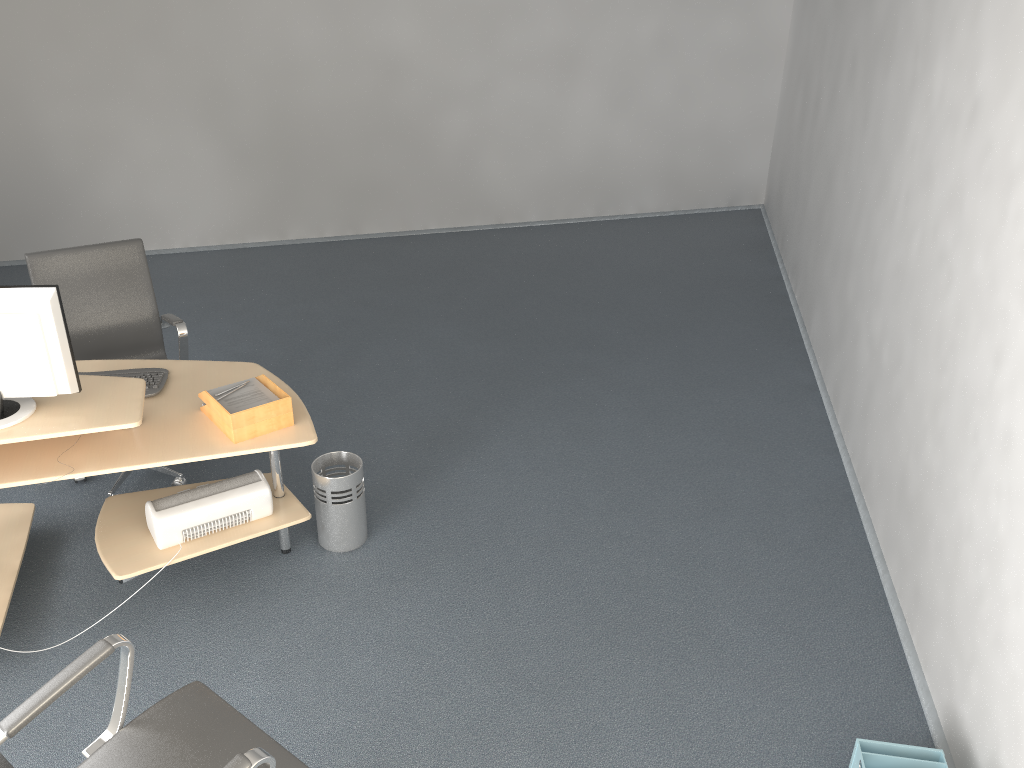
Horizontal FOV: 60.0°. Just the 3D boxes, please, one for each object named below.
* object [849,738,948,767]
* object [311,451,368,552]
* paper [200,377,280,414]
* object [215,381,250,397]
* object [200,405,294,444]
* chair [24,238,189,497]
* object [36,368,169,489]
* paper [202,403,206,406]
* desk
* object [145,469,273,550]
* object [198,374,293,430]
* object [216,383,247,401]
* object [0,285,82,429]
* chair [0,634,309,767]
[{"bbox_3d":[1.135,1.202,2.603,0.245,0.202,0.185,5,27,8],"label":"object"},{"bbox_3d":[-0.722,0.498,3.726,0.208,0.377,0.208,13,29,23],"label":"object"},{"bbox_3d":[-0.967,0.060,3.205,0.210,0.010,0.297,-19,33,-34],"label":"paper"},{"bbox_3d":[-1.030,0.015,3.273,0.008,0.009,0.159,19,32,31],"label":"object"},{"bbox_3d":[-0.967,0.095,3.222,0.225,0.060,0.309,-19,33,-34],"label":"object"},{"bbox_3d":[-1.762,-0.032,3.973,0.584,1.048,0.652,-15,31,-28],"label":"chair"},{"bbox_3d":[-1.537,0.145,3.195,0.478,0.082,0.814,-4,27,-9],"label":"object"},{"bbox_3d":[-0.968,0.106,3.229,0.210,0.019,0.297,-19,33,-34],"label":"paper"},{"bbox_3d":[-1.522,0.033,3.281,1.469,1.566,0.967,-7,28,-16],"label":"desk"},{"bbox_3d":[-1.194,0.431,3.434,0.438,0.162,0.351,-16,31,-30],"label":"object"},{"bbox_3d":[-0.966,0.045,3.197,0.225,0.060,0.309,-19,33,-34],"label":"object"},{"bbox_3d":[-1.027,0.028,3.246,0.008,0.009,0.159,14,30,24],"label":"object"},{"bbox_3d":[-1.701,-0.089,2.811,0.516,0.418,0.245,3,27,3],"label":"object"},{"bbox_3d":[-0.849,0.978,2.014,0.584,1.048,0.652,20,33,33],"label":"chair"}]
